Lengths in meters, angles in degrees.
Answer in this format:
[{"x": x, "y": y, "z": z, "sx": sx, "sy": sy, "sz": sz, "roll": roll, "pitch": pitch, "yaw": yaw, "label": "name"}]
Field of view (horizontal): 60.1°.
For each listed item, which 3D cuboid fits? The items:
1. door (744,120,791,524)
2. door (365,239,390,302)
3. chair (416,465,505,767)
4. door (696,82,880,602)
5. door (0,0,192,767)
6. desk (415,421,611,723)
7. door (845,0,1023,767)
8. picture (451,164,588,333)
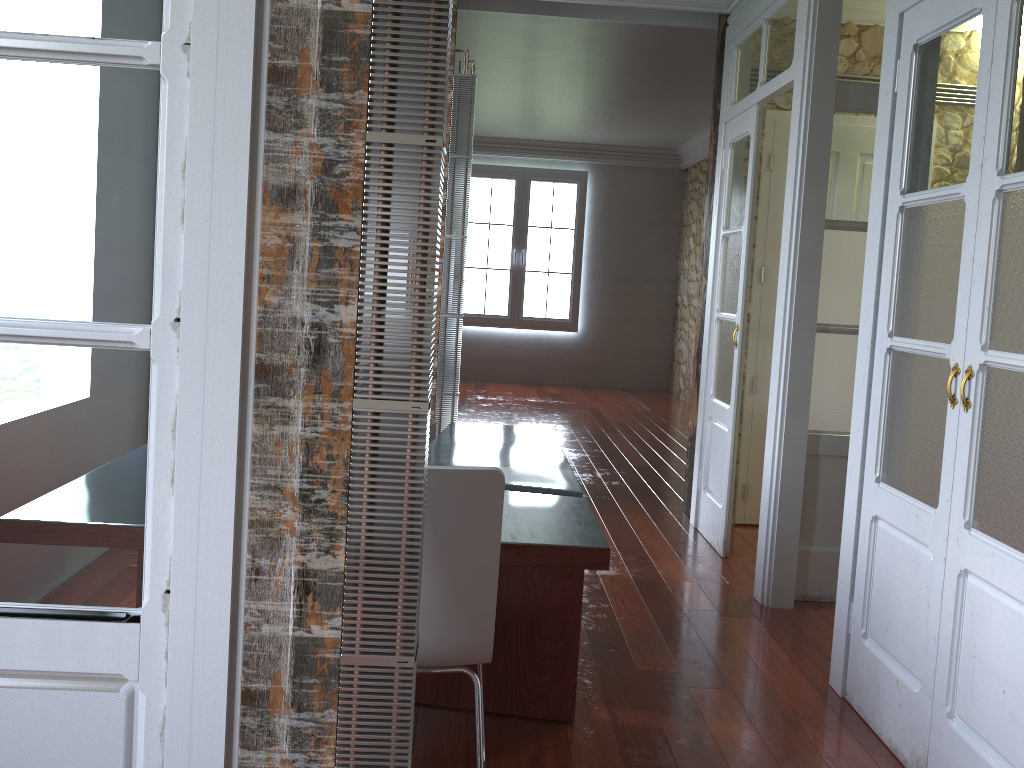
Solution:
[{"x": 1.775, "y": -0.304, "z": 4.886, "sx": 0.868, "sy": 2.210, "sz": 0.146, "roll": 3, "pitch": 4, "yaw": -2, "label": "door"}, {"x": -1.154, "y": -0.399, "z": 4.464, "sx": 1.160, "sy": 2.174, "sz": 0.041, "roll": 3, "pitch": 4, "yaw": -2, "label": "door"}, {"x": -0.265, "y": 0.575, "z": 2.035, "sx": 0.475, "sy": 0.916, "sz": 0.604, "roll": 3, "pitch": 5, "yaw": -3, "label": "chair"}, {"x": 1.151, "y": -0.221, "z": 4.133, "sx": 0.482, "sy": 2.174, "sz": 1.193, "roll": 1, "pitch": 5, "yaw": -28, "label": "door"}, {"x": -1.034, "y": -0.026, "z": 1.362, "sx": 1.160, "sy": 2.174, "sz": 0.041, "roll": 3, "pitch": 4, "yaw": -2, "label": "door"}, {"x": -0.535, "y": 0.576, "z": 2.977, "sx": 1.445, "sy": 0.651, "sz": 1.721, "roll": 3, "pitch": 6, "yaw": -3, "label": "desk"}, {"x": 1.180, "y": -0.003, "z": 2.287, "sx": 0.041, "sy": 2.172, "sz": 1.062, "roll": 3, "pitch": 4, "yaw": -3, "label": "door"}, {"x": 0.089, "y": -1.669, "z": 10.892, "sx": 1.579, "sy": 1.981, "sz": 0.128, "roll": 3, "pitch": 4, "yaw": -2, "label": "picture"}]
